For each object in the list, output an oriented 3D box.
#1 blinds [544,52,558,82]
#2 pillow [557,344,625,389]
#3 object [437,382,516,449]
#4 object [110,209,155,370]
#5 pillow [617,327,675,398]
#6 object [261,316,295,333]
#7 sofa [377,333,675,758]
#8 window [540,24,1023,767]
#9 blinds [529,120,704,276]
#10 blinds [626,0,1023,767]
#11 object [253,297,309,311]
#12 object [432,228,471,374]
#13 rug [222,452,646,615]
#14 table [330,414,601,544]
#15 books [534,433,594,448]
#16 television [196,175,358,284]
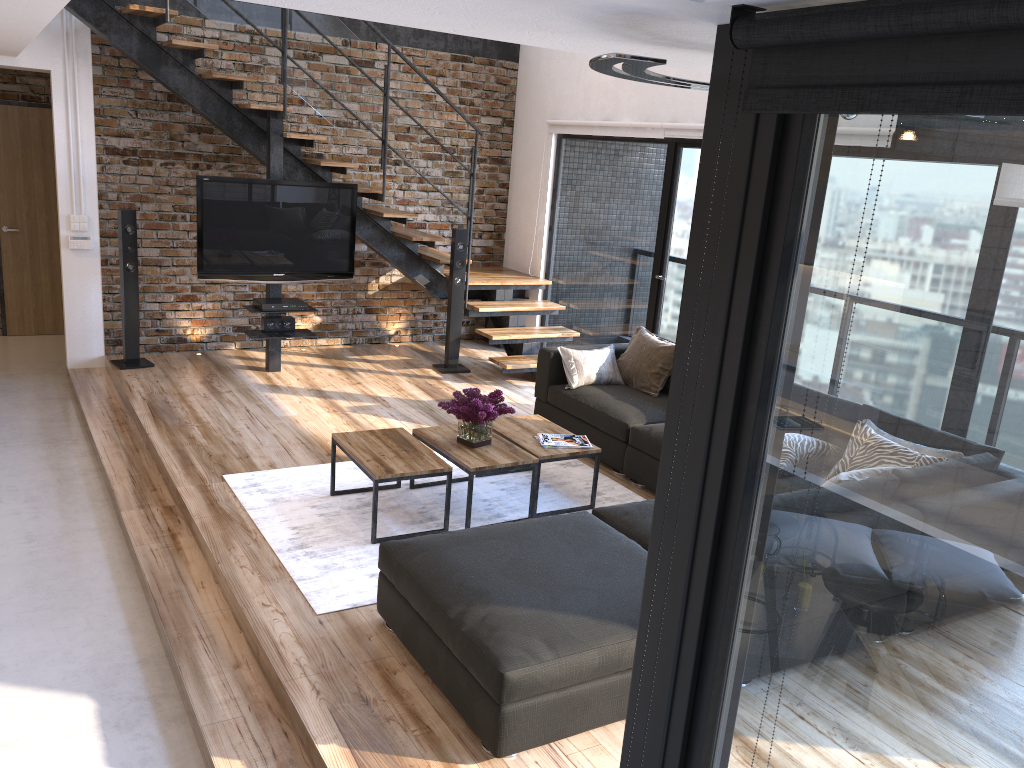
[{"bbox_3d":[-0.225,-3.984,6.777,10.183,2.987,1.991,16,19,36],"label":"blinds"},{"bbox_3d":[0.549,-0.115,6.055,0.498,0.267,0.211,-4,17,-30],"label":"pillow"},{"bbox_3d":[-0.187,0.150,4.653,0.375,0.344,0.340,-4,17,-29],"label":"object"},{"bbox_3d":[-2.946,-0.731,6.832,0.270,1.211,0.270,-9,20,-40],"label":"object"},{"bbox_3d":[0.920,-0.160,6.083,0.265,0.384,0.607,-4,17,-30],"label":"pillow"},{"bbox_3d":[-1.835,-0.469,6.964,0.247,0.112,0.088,-4,18,-30],"label":"object"},{"bbox_3d":[0.495,0.385,4.661,2.997,0.703,3.033,-4,17,-30],"label":"sofa"},{"bbox_3d":[0.152,-2.044,4.955,5.660,5.589,13.352,-4,17,-30],"label":"window"},{"bbox_3d":[1.571,-0.687,5.997,0.095,2.052,5.351,-5,17,-30],"label":"blinds"},{"bbox_3d":[1.065,0.628,1.261,1.828,2.060,3.847,8,15,12],"label":"blinds"},{"bbox_3d":[-1.787,-0.613,6.850,0.360,0.058,0.274,-4,17,-30],"label":"object"},{"bbox_3d":[-0.476,-0.704,7.504,0.271,1.211,0.270,-3,17,-25],"label":"object"},{"bbox_3d":[-0.285,0.653,4.774,2.112,0.003,1.631,-4,17,-30],"label":"rug"},{"bbox_3d":[-0.242,0.480,4.750,1.297,0.351,0.695,-4,17,-30],"label":"table"},{"bbox_3d":[0.282,0.312,4.835,0.295,0.013,0.228,2,15,-10],"label":"books"},{"bbox_3d":[-1.780,-1.156,6.742,1.206,0.786,0.135,-4,18,-30],"label":"television"}]
